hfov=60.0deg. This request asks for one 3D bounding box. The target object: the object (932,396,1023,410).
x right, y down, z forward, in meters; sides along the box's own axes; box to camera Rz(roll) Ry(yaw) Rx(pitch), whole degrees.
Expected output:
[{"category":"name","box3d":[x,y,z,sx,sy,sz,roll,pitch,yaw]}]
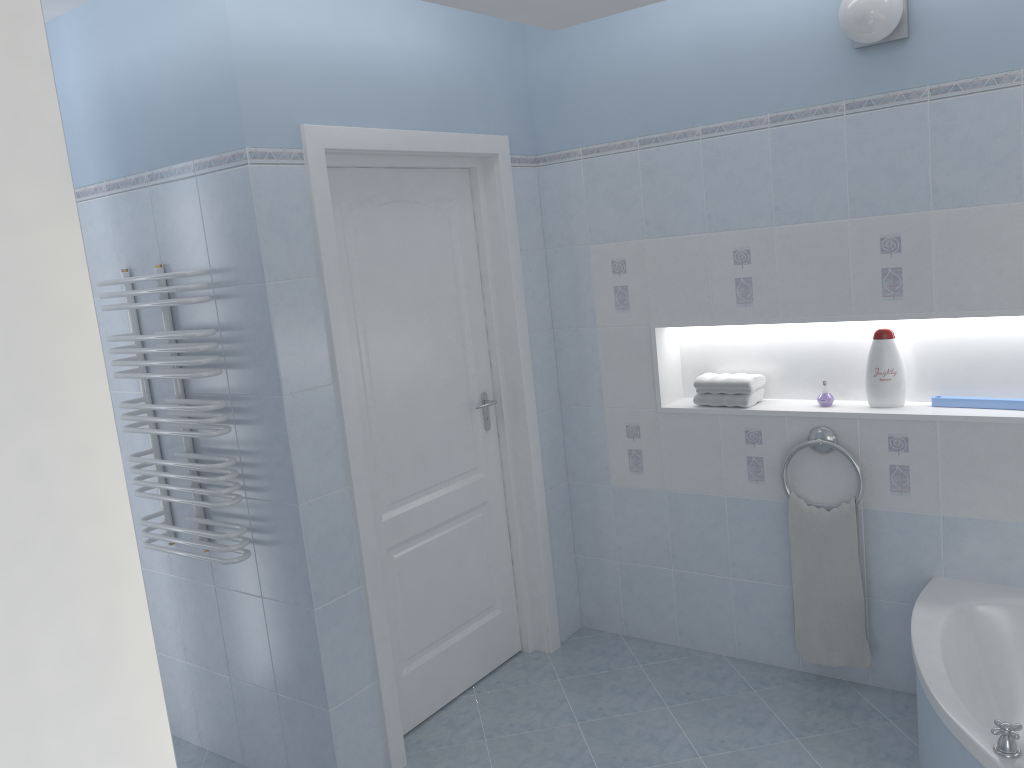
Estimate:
[{"category":"object","box3d":[1.654,0.044,2.862,0.172,0.065,0.534,-13,11,-38]}]

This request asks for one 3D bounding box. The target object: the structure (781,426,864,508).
[{"category":"structure","box3d":[1.097,0.316,3.136,0.291,0.332,0.051,1,11,37]}]

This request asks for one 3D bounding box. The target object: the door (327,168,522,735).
[{"category":"door","box3d":[-0.293,0.213,3.286,0.098,2.011,0.823,1,11,37]}]

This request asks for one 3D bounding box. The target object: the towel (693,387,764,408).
[{"category":"towel","box3d":[0.833,0.046,3.419,0.232,0.060,0.162,1,11,39]}]

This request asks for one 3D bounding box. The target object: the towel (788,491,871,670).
[{"category":"towel","box3d":[1.125,0.702,3.166,0.280,0.634,0.101,0,11,34]}]

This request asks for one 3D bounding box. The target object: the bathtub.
[{"category":"bathtub","box3d":[1.618,0.931,1.958,1.578,0.670,1.596,1,11,37]}]

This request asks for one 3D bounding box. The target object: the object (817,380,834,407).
[{"category":"object","box3d":[1.130,0.033,3.199,0.059,0.094,0.059,-1,10,31]}]

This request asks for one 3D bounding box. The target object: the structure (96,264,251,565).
[{"category":"structure","box3d":[-1.073,0.096,2.832,0.524,0.950,0.138,1,11,37]}]

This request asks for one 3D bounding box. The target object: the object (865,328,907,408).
[{"category":"object","box3d":[1.293,-0.055,3.072,0.134,0.276,0.063,-2,10,25]}]

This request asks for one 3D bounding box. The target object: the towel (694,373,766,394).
[{"category":"towel","box3d":[0.837,-0.005,3.406,0.232,0.062,0.163,1,11,39]}]

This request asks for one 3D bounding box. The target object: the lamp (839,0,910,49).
[{"category":"lamp","box3d":[1.094,-1.129,2.694,0.180,0.180,0.216,1,11,37]}]
